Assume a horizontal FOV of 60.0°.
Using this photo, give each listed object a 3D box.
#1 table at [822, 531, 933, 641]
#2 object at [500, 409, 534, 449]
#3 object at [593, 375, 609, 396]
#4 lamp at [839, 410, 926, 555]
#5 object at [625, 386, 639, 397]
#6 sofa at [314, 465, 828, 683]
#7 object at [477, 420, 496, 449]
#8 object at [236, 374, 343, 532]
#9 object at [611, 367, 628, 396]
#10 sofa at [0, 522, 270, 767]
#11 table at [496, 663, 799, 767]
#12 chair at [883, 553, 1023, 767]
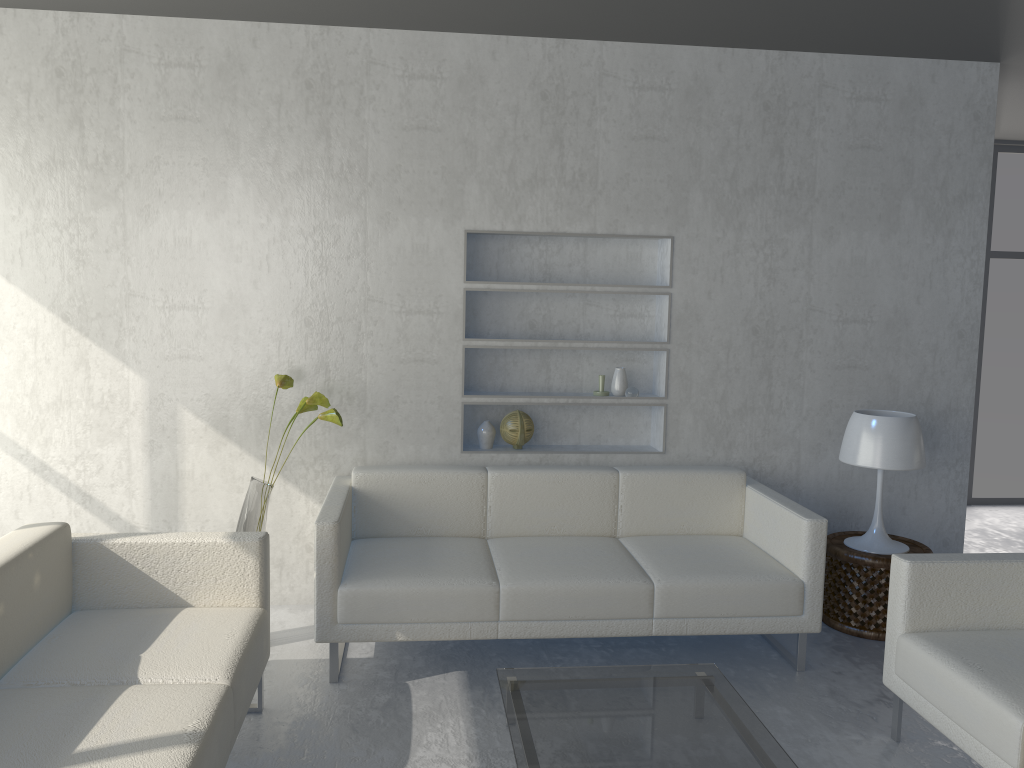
[{"bbox_3d":[1.582,0.873,3.873,0.452,0.358,0.452,-2,7,-31],"label":"table"},{"bbox_3d":[0.034,0.211,4.071,0.163,0.179,0.088,0,6,-16],"label":"object"},{"bbox_3d":[0.416,0.006,4.118,0.074,0.094,0.074,-4,8,-42],"label":"object"},{"bbox_3d":[1.591,0.415,3.828,0.347,0.582,0.347,-3,7,-38],"label":"lamp"},{"bbox_3d":[0.552,0.036,4.073,0.064,0.050,0.064,1,6,-1],"label":"object"},{"bbox_3d":[0.196,0.713,3.607,1.881,0.658,0.821,1,6,-6],"label":"sofa"},{"bbox_3d":[-0.117,0.233,4.083,0.086,0.128,0.086,2,6,4],"label":"object"},{"bbox_3d":[-0.873,0.503,3.517,0.400,1.051,0.387,4,6,21],"label":"object"},{"bbox_3d":[0.501,-0.011,4.120,0.079,0.130,0.079,0,6,-8],"label":"object"},{"bbox_3d":[-1.104,0.843,2.019,0.821,0.658,1.881,1,6,-6],"label":"sofa"},{"bbox_3d":[0.352,1.059,2.542,0.730,0.190,0.773,1,6,-6],"label":"table"},{"bbox_3d":[1.642,0.850,2.558,0.821,0.662,0.748,1,6,-6],"label":"chair"}]
